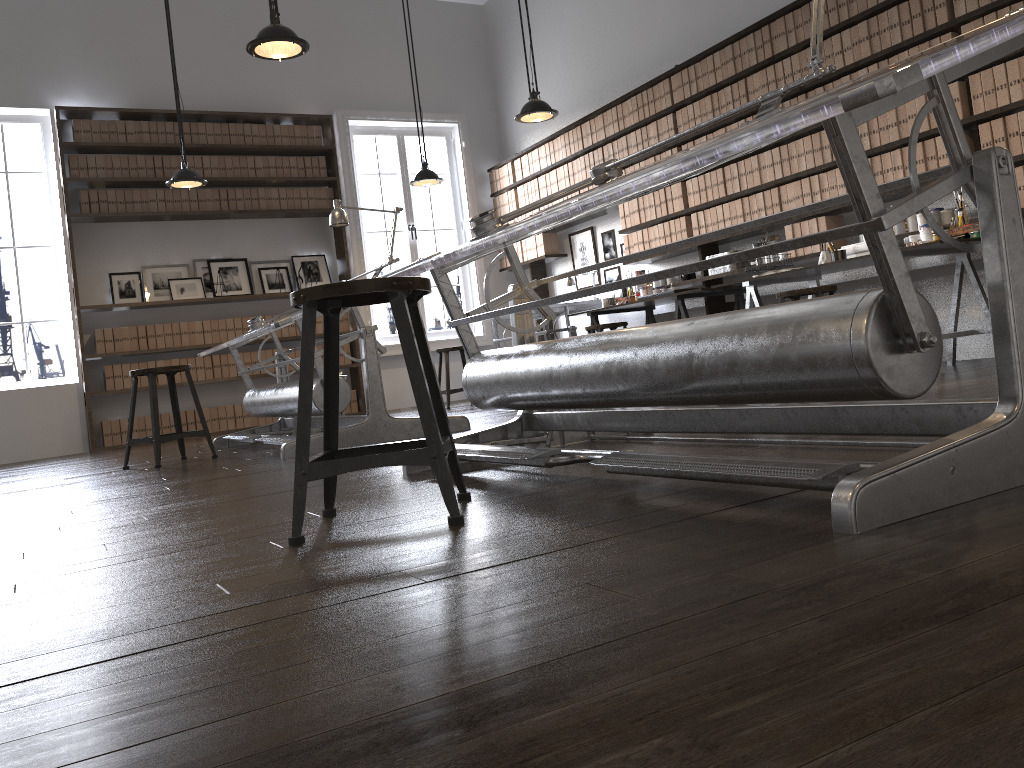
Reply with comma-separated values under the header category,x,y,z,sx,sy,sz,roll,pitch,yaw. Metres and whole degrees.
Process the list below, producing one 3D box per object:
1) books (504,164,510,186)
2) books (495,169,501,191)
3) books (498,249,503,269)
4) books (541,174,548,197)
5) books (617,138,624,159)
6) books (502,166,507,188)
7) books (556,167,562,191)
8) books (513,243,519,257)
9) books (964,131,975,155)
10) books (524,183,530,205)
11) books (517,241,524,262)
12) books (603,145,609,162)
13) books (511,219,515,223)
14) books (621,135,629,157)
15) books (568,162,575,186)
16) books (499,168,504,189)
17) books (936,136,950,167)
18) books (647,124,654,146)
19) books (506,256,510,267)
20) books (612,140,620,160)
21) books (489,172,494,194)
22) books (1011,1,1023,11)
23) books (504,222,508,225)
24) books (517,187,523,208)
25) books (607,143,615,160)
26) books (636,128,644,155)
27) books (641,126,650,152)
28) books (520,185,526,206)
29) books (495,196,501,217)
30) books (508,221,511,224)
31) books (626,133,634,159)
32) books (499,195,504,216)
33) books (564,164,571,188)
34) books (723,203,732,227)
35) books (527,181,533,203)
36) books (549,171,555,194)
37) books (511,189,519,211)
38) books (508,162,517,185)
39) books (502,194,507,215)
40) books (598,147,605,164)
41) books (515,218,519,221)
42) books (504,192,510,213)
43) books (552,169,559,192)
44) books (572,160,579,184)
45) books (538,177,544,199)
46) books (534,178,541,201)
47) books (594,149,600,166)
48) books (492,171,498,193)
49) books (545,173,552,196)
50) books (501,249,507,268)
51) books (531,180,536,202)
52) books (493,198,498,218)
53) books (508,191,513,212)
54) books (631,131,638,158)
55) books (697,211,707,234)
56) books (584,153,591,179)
category,x,y,z,sx,sy,sz,roll,pitch,yaw
books,0.023,-2.195,9.314,0.175,0.226,0.066,-7,-1,-29
books,-0.076,-2.187,9.498,0.175,0.226,0.066,-7,-1,-29
books,-0.045,-1.359,9.605,0.175,0.226,0.066,-7,-1,-29
books,0.392,-1.942,8.700,0.175,0.226,0.066,-7,-1,-29
books,1.005,-1.992,7.596,0.175,0.226,0.066,-7,-1,-29
books,-0.008,-2.193,9.377,0.175,0.226,0.066,-7,-1,-29
books,0.527,-1.953,8.460,0.175,0.226,0.066,-7,-1,-29
books,0.117,-1.372,9.296,0.175,0.226,0.066,-7,-1,-29
books,2.540,-1.299,4.959,0.175,0.226,0.066,-7,-1,-29
books,0.222,-1.927,9.003,0.175,0.226,0.066,-7,-1,-29
books,0.155,-1.375,9.234,0.175,0.226,0.066,-7,-1,-29
books,0.903,-1.984,7.782,0.175,0.226,0.066,-7,-1,-29
books,0.085,-1.647,9.305,0.175,0.226,0.066,-7,-1,-29
books,1.032,-1.994,7.535,0.175,0.226,0.066,-7,-1,-29
books,0.626,-1.961,8.281,0.175,0.226,0.066,-7,-1,-29
books,-0.039,-2.190,9.439,0.175,0.226,0.066,-7,-1,-29
books,2.501,-1.296,5.026,0.175,0.226,0.066,-7,-1,-29
books,1.203,-2.008,7.239,0.175,0.226,0.066,-7,-1,-29
books,0.027,-1.365,9.475,0.175,0.226,0.066,-7,-1,-29
books,0.971,-1.989,7.658,0.175,0.226,0.066,-7,-1,-29
books,-0.149,-2.181,9.623,0.175,0.226,0.066,-7,-1,-29
books,2.687,-1.861,4.598,0.175,0.226,0.066,-7,-1,-29
books,0.015,-1.642,9.433,0.175,0.226,0.066,-7,-1,-29
books,0.155,-1.922,9.131,0.175,0.226,0.066,-7,-1,-29
books,0.933,-1.986,7.718,0.175,0.226,0.066,-7,-1,-29
books,1.130,-2.002,7.359,0.175,0.226,0.066,-7,-1,-29
books,1.167,-2.006,7.299,0.175,0.226,0.066,-7,-1,-29
books,0.187,-1.925,9.066,0.175,0.226,0.066,-7,-1,-29
books,-0.076,-1.909,9.545,0.175,0.226,0.066,-7,-1,-29
books,0.054,-1.645,9.373,0.175,0.226,0.066,-7,-1,-29
books,1.068,-1.997,7.479,0.175,0.226,0.066,-7,-1,-29
books,-0.039,-1.912,9.483,0.175,0.226,0.066,-7,-1,-29
books,0.589,-1.958,8.341,0.175,0.226,0.066,-7,-1,-29
books,1.661,-1.227,6.554,0.175,0.226,0.066,-7,-1,-29
books,0.256,-1.931,8.950,0.175,0.226,0.066,-7,-1,-29
books,0.463,-1.948,8.578,0.175,0.226,0.066,-7,-1,-29
books,0.092,-1.923,9.251,0.175,0.226,0.066,-7,-1,-29
books,0.059,-2.198,9.252,0.175,0.226,0.066,-7,-1,-29
books,-0.008,-1.915,9.429,0.175,0.226,0.066,-7,-1,-29
books,0.862,-1.980,7.845,0.175,0.226,0.066,-7,-1,-29
books,0.125,-1.651,9.243,0.175,0.226,0.066,-7,-1,-29
books,0.020,-1.917,9.369,0.175,0.226,0.066,-7,-1,-29
books,0.491,-1.950,8.516,0.175,0.226,0.066,-7,-1,-29
books,0.661,-1.964,8.221,0.175,0.226,0.066,-7,-1,-29
books,0.361,-1.939,8.764,0.175,0.226,0.066,-7,-1,-29
books,0.320,-1.936,8.827,0.175,0.226,0.066,-7,-1,-29
books,0.831,-1.978,7.912,0.175,0.226,0.066,-7,-1,-29
books,-0.114,-2.184,9.559,0.175,0.226,0.066,-7,-1,-29
books,0.429,-1.945,8.640,0.175,0.226,0.066,-7,-1,-29
books,-0.014,-1.361,9.536,0.175,0.226,0.066,-7,-1,-29
books,0.290,-1.933,8.894,0.175,0.226,0.066,-7,-1,-29
books,-0.106,-1.907,9.609,0.175,0.226,0.066,-7,-1,-29
books,0.058,-1.920,9.313,0.175,0.226,0.066,-7,-1,-29
books,1.097,-2.000,7.423,0.175,0.226,0.066,-7,-1,-29
books,1.525,-1.216,6.800,0.175,0.226,0.066,-7,-1,-29
books,0.758,-1.972,8.031,0.175,0.226,0.066,-7,-1,-29
